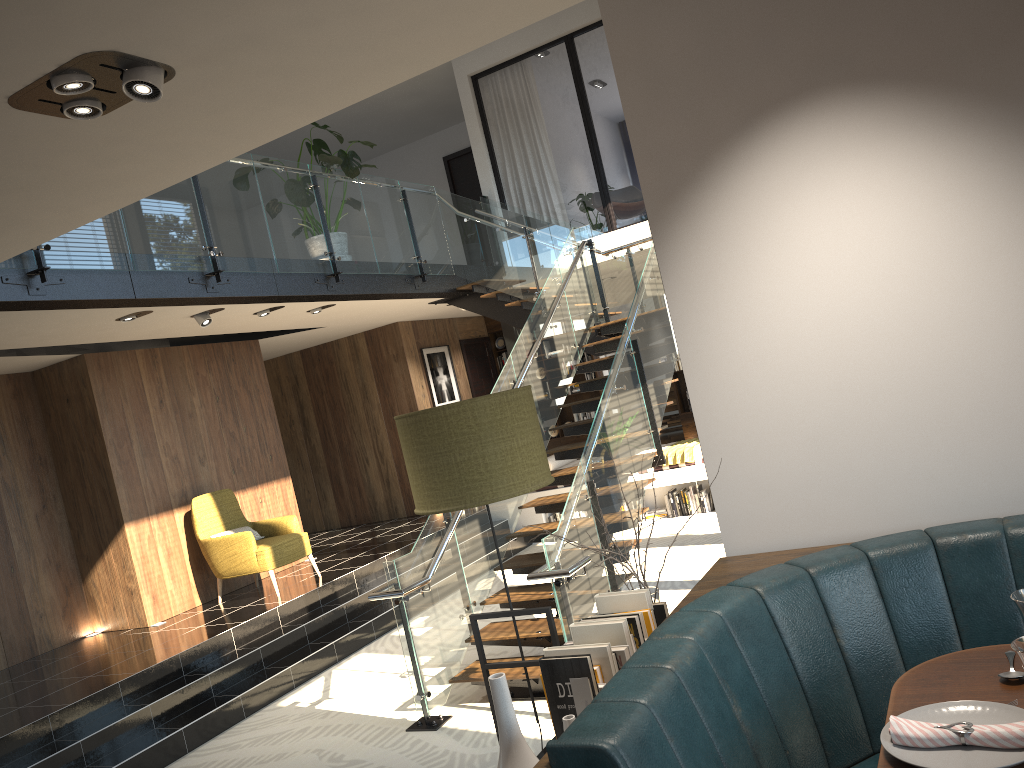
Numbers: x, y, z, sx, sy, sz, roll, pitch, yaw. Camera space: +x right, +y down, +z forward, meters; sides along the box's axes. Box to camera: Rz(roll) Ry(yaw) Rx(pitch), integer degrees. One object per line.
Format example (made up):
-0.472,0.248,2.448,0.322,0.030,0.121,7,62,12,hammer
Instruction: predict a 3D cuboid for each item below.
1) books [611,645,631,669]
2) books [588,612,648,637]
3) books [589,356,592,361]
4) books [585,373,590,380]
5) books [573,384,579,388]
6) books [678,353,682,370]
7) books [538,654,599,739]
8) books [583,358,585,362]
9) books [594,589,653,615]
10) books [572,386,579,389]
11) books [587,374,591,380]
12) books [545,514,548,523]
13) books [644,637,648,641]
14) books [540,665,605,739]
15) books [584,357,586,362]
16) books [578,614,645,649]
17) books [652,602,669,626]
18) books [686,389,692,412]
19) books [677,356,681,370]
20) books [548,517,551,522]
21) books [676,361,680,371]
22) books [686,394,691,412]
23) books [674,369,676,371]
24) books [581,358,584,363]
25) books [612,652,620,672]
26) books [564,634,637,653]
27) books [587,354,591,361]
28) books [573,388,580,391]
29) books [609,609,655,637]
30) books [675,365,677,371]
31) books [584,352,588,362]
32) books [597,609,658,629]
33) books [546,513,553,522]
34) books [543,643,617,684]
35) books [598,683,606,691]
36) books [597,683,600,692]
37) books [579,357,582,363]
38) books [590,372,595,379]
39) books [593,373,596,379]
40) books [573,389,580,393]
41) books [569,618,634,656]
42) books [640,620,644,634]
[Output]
0.230,0.798,2.251,0.195,0.255,0.034,-13,1,28,books
0.309,0.769,2.432,0.161,0.276,0.030,-13,1,28,books
1.259,-0.339,13.734,0.026,0.196,0.169,-13,0,28,books
1.209,-0.044,13.843,0.014,0.279,0.202,-13,0,28,books
1.092,0.010,13.942,0.239,0.031,0.146,-13,0,28,books
2.508,-0.339,13.138,0.029,0.258,0.181,-13,0,28,books
0.155,0.788,2.074,0.131,0.307,0.022,-13,1,28,books
1.165,-0.314,13.811,0.026,0.190,0.121,-13,0,28,books
0.342,0.743,2.510,0.161,0.312,0.035,-13,1,28,books
1.094,0.035,13.934,0.266,0.019,0.157,-13,0,29,books
1.241,-0.035,13.817,0.014,0.247,0.192,-13,0,28,books
0.490,1.768,11.261,0.025,0.270,0.156,-13,0,28,books
0.314,0.799,2.402,0.170,0.214,0.025,-13,1,28,books
0.170,0.814,2.156,0.162,0.250,0.028,-13,1,28,books
1.175,-0.326,13.784,0.020,0.209,0.147,-13,0,28,books
0.285,0.763,2.345,0.170,0.298,0.032,-13,1,28,books
0.391,0.757,2.521,0.156,0.263,0.025,-13,1,28,books
2.649,0.235,13.134,0.028,0.340,0.203,-13,0,28,books
2.496,-0.329,13.166,0.023,0.245,0.159,-13,0,28,books
0.523,1.781,11.212,0.024,0.229,0.170,-13,0,28,books
2.470,-0.299,13.161,0.028,0.199,0.174,-13,0,28,books
2.654,0.270,13.186,0.025,0.270,0.156,-13,0,28,books
2.433,-0.310,13.218,0.029,0.237,0.133,-13,0,28,books
1.132,-0.310,13.840,0.060,0.196,0.119,-13,0,28,books
0.218,0.803,2.222,0.143,0.250,0.029,-13,1,28,books
0.256,0.792,2.331,0.202,0.255,0.025,-13,1,28,books
1.226,-0.357,13.776,0.018,0.246,0.144,-13,0,28,books
1.097,0.060,13.929,0.263,0.030,0.159,-13,0,25,books
0.344,0.762,2.444,0.150,0.274,0.024,-13,1,28,books
2.437,-0.334,13.175,0.028,0.282,0.168,-13,0,28,books
1.197,-0.367,13.764,0.016,0.278,0.201,-13,0,28,books
0.342,0.769,2.477,0.173,0.262,0.030,-13,1,28,books
0.502,1.757,11.236,0.024,0.286,0.130,-13,0,28,books
0.188,0.787,2.173,0.178,0.294,0.024,-13,1,28,books
0.179,0.826,2.124,0.145,0.221,0.026,-13,1,28,books
0.166,0.826,2.101,0.129,0.227,0.026,-13,1,28,books
1.079,-0.331,13.834,0.016,0.262,0.155,-13,0,28,books
1.281,-0.055,13.788,0.013,0.267,0.176,-13,0,28,books
1.306,-0.054,13.770,0.047,0.253,0.210,-13,0,27,books
1.099,0.089,13.922,0.272,0.028,0.174,-13,0,23,books
0.254,0.766,2.297,0.155,0.306,0.032,-13,1,28,books
0.302,0.768,2.372,0.141,0.280,0.031,-13,1,28,books
